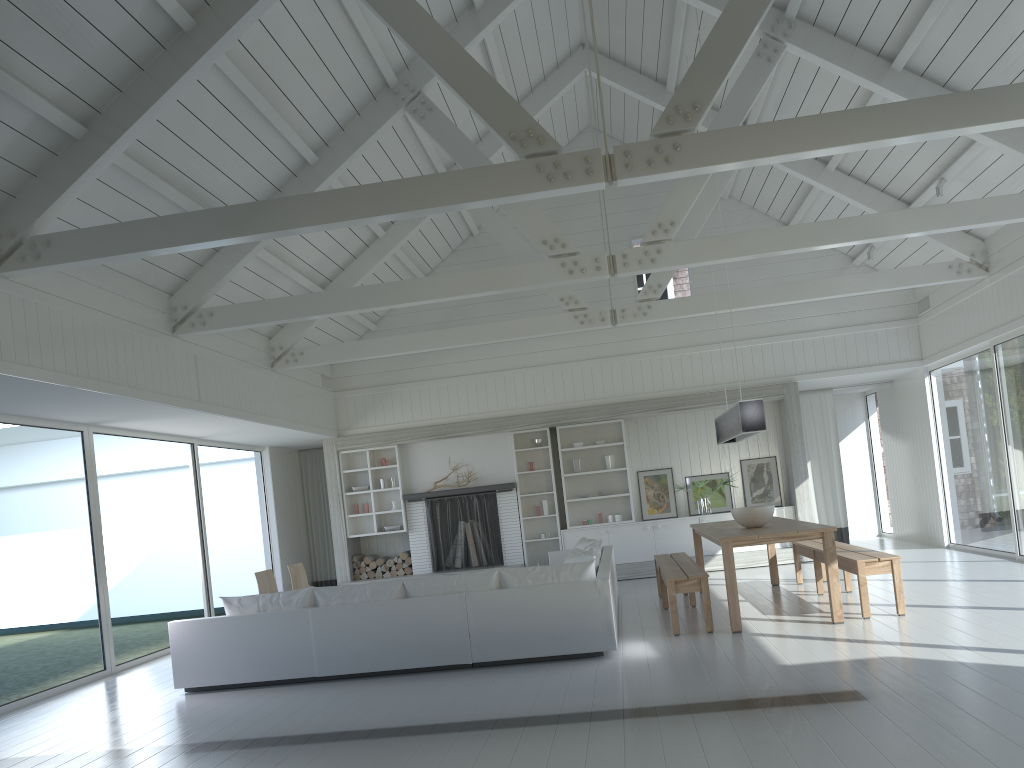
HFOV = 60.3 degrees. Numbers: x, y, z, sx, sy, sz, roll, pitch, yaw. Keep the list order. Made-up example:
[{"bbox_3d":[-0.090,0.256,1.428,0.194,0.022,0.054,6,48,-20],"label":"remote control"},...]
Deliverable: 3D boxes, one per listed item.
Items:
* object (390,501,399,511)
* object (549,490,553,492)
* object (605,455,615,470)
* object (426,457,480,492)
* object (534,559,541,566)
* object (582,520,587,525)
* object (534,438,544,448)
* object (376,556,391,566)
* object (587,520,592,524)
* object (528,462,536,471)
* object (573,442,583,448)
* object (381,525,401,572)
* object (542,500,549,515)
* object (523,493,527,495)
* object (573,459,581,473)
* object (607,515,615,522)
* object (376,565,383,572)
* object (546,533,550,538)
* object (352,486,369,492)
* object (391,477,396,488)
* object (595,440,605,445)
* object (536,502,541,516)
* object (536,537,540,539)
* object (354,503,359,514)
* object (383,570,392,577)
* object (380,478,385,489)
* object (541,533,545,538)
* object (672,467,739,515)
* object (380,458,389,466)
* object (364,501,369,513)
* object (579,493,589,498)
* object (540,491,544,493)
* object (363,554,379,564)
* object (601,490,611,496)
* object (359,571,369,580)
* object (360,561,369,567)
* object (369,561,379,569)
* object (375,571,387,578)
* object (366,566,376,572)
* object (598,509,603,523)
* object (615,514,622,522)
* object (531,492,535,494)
[{"bbox_3d":[-1.689,1.747,12.648,0.136,0.130,0.138,-6,-5,-6],"label":"object"},{"bbox_3d":[0.553,1.528,12.576,0.054,0.025,0.054,-7,-7,6],"label":"object"},{"bbox_3d":[1.382,1.102,12.382,0.102,0.196,0.103,-4,-3,-39],"label":"object"},{"bbox_3d":[-0.796,1.243,12.407,0.780,0.501,0.461,-4,-5,-24],"label":"object"},{"bbox_3d":[0.367,2.557,12.492,0.136,0.130,0.138,-2,-6,-41],"label":"object"},{"bbox_3d":[1.022,1.948,12.406,0.054,0.071,0.055,-5,-4,-15],"label":"object"},{"bbox_3d":[0.378,0.841,12.482,0.163,0.123,0.161,-11,-7,39],"label":"object"},{"bbox_3d":[-1.876,2.582,12.861,0.109,0.109,0.497,-7,-7,4],"label":"object"},{"bbox_3d":[1.094,1.947,12.424,0.058,0.061,0.058,-5,-5,-16],"label":"object"},{"bbox_3d":[0.279,1.175,12.518,0.136,0.130,0.138,-2,-6,-41],"label":"object"},{"bbox_3d":[0.938,0.866,12.438,0.141,0.066,0.142,-7,-7,6],"label":"object"},{"bbox_3d":[-1.758,2.385,12.813,0.340,0.641,0.617,-6,-4,-9],"label":"object"},{"bbox_3d":[0.474,1.752,12.489,0.072,0.210,0.071,-6,-2,6],"label":"object"},{"bbox_3d":[0.182,1.552,12.456,0.054,0.025,0.054,-7,-7,6],"label":"object"},{"bbox_3d":[0.920,1.160,12.437,0.103,0.196,0.103,-7,-3,6],"label":"object"},{"bbox_3d":[1.404,1.896,12.415,0.092,0.095,0.090,-10,-6,40],"label":"object"},{"bbox_3d":[-1.882,2.676,12.848,0.080,0.079,0.480,-7,-7,4],"label":"object"},{"bbox_3d":[0.514,2.146,12.482,0.058,0.061,0.057,-7,-4,6],"label":"object"},{"bbox_3d":[-2.186,1.519,12.729,0.241,0.072,0.244,-5,-7,-9],"label":"object"},{"bbox_3d":[-1.700,1.394,12.656,0.054,0.195,0.054,-6,-2,7],"label":"object"},{"bbox_3d":[1.259,0.844,12.543,0.141,0.066,0.142,-7,-7,6],"label":"object"},{"bbox_3d":[0.370,1.773,12.503,0.054,0.195,0.054,-6,-2,6],"label":"object"},{"bbox_3d":[0.366,2.183,12.501,0.054,0.025,0.054,-7,-7,6],"label":"object"},{"bbox_3d":[-2.241,1.783,12.717,0.054,0.195,0.054,-6,-2,7],"label":"object"},{"bbox_3d":[-1.753,2.768,12.861,0.134,0.146,0.551,-7,-7,6],"label":"object"},{"bbox_3d":[-1.864,1.415,12.675,0.054,0.195,0.054,-6,-2,7],"label":"object"},{"bbox_3d":[0.440,2.150,12.493,0.054,0.071,0.054,-7,-4,6],"label":"object"},{"bbox_3d":[2.675,1.470,12.037,0.972,0.627,0.625,-7,-4,4],"label":"object"},{"bbox_3d":[-1.835,1.123,12.665,0.059,0.126,0.233,-4,-6,-39],"label":"object"},{"bbox_3d":[-2.091,1.764,12.699,0.054,0.195,0.054,-6,-2,7],"label":"object"},{"bbox_3d":[1.015,1.573,12.421,0.141,0.066,0.142,-7,-7,6],"label":"object"},{"bbox_3d":[0.429,1.536,12.536,0.054,0.025,0.054,-7,-7,6],"label":"object"},{"bbox_3d":[-2.052,2.560,12.883,0.110,0.110,0.497,-7,-7,4],"label":"object"},{"bbox_3d":[1.337,1.552,12.525,0.141,0.066,0.142,-7,-7,6],"label":"object"},{"bbox_3d":[-2.095,2.793,12.902,0.134,0.146,0.551,-7,-7,6],"label":"object"},{"bbox_3d":[-2.121,2.610,12.877,0.080,0.079,0.480,-7,-7,4],"label":"object"},{"bbox_3d":[-1.974,2.630,12.873,0.109,0.109,0.497,-7,-7,4],"label":"object"},{"bbox_3d":[-1.884,2.750,12.868,0.105,0.114,0.520,-7,-7,5],"label":"object"},{"bbox_3d":[-2.032,2.682,12.872,0.080,0.079,0.480,-7,-7,4],"label":"object"},{"bbox_3d":[1.240,1.860,12.397,0.054,0.195,0.054,-6,-2,6],"label":"object"},{"bbox_3d":[1.488,1.868,12.337,0.086,0.111,0.085,-10,-5,41],"label":"object"},{"bbox_3d":[0.306,1.544,12.496,0.054,0.025,0.054,-7,-7,6],"label":"object"}]
